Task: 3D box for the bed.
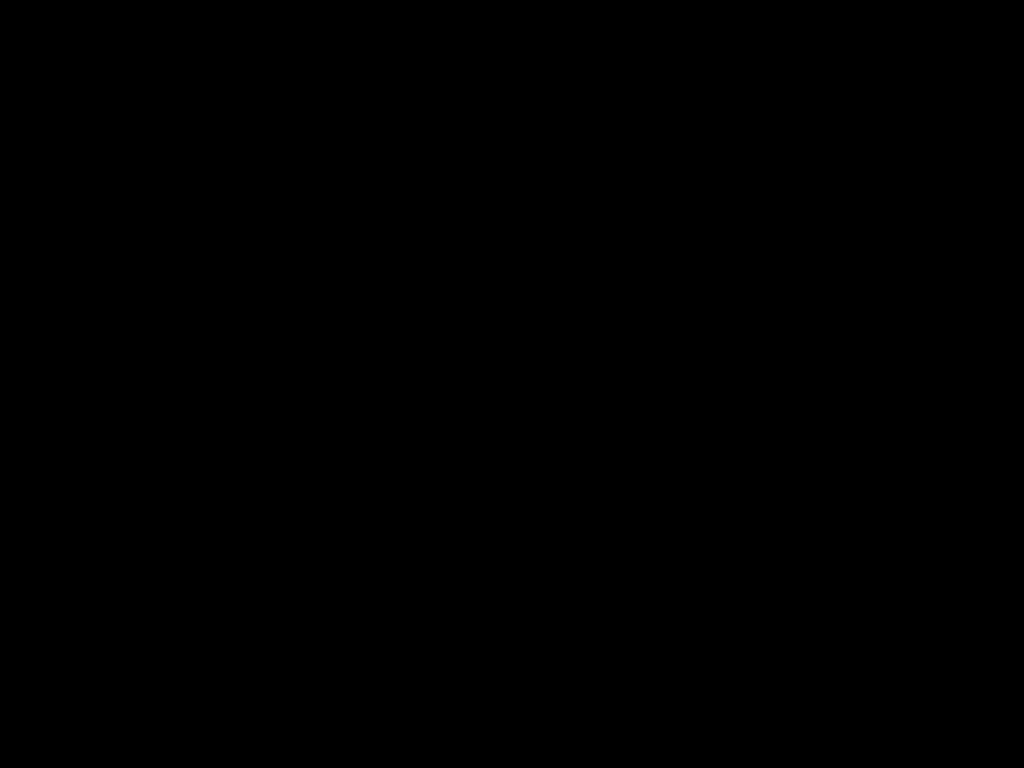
[{"bbox_3d":[0.176,-0.361,1.274,2.087,0.994,3.009,-5,4,-18],"label":"bed"}]
